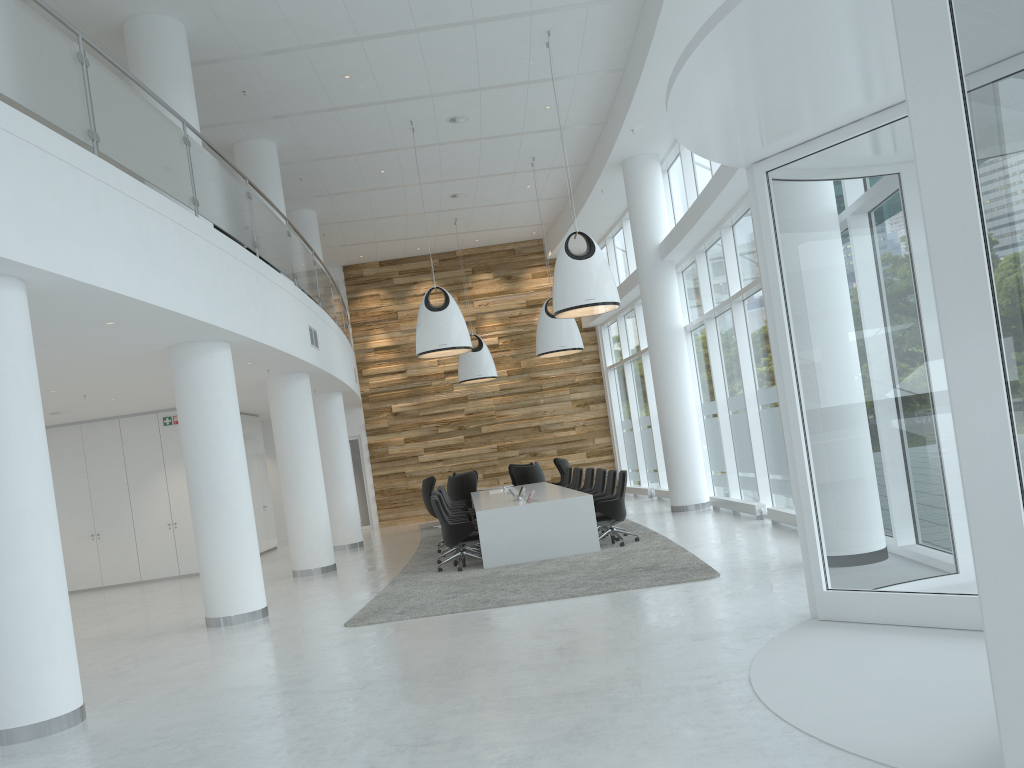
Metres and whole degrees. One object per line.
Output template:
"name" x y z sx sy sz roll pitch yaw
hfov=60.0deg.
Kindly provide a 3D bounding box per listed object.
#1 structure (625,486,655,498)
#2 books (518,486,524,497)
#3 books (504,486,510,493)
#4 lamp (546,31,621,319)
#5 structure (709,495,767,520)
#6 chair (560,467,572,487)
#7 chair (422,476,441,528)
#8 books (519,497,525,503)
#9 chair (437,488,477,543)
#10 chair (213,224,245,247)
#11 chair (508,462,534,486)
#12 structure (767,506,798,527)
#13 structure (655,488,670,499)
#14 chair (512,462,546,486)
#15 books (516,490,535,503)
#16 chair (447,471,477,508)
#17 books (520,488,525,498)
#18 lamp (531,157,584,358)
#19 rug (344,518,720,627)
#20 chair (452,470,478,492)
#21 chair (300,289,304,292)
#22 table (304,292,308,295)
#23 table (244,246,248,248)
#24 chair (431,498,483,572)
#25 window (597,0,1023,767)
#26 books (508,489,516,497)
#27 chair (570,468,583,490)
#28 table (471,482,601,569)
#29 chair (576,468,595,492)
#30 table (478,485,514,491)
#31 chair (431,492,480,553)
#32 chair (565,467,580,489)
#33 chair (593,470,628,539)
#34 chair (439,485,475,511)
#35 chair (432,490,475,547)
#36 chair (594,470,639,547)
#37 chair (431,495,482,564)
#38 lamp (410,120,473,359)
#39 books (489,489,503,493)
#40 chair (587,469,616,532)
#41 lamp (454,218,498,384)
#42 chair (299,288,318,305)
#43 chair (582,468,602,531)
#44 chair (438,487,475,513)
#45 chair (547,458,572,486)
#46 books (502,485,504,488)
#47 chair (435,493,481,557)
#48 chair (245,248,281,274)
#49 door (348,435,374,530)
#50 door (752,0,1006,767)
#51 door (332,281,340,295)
"structure" 2.896 2.510 20.691 0.150 0.213 2.699 -8 -4 -8
"books" 0.132 1.821 14.701 0.139 0.229 0.357 -8 -3 -4
"books" -0.077 2.044 16.807 0.139 0.223 0.162 -8 -2 -3
"lamp" 0.720 -2.739 11.522 0.888 3.644 0.880 -9 -1 42
"structure" 3.448 1.887 13.626 0.150 0.213 2.696 -8 -4 -2
"chair" 0.940 2.148 17.397 0.673 0.965 0.687 -8 -2 -9
"chair" -1.494 2.570 19.574 0.915 1.151 0.917 -8 -2 -14
"books" 0.176 1.663 12.279 0.143 0.226 0.204 -8 -2 -5
"chair" -0.956 2.278 15.573 0.673 0.965 0.687 -8 -2 -4
"chair" -3.791 -1.787 10.996 0.912 1.151 0.921 -8 -2 -13
"chair" 0.186 2.416 20.690 0.916 1.151 0.916 -9 -2 16
"structure" 3.449 1.643 10.449 0.150 0.213 2.695 -8 -4 1
"structure" 3.231 2.220 17.548 0.150 0.213 2.697 -8 -4 -5
"chair" 0.296 2.244 18.662 0.910 1.151 0.922 -6 -3 -44
"books" 0.209 1.686 12.777 0.231 0.275 0.596 -9 -4 17
"chair" -0.875 2.408 18.620 0.916 1.151 0.916 -9 -2 16
"books" 0.149 1.838 14.721 0.158 0.241 0.353 -8 -3 -4
"lamp" 0.636 -2.355 16.352 0.888 3.644 0.880 -9 -1 40
"rug" 0.032 2.573 14.833 3.936 0.010 13.485 -8 -4 -3
"chair" -0.967 2.575 20.619 0.910 1.151 0.922 -6 -3 -44
"chair" -3.917 -1.480 14.753 0.911 1.151 0.921 -8 -2 -16
"table" -3.908 -1.213 15.580 0.803 0.753 0.796 -10 -3 36
"table" -3.741 -1.526 11.823 0.797 0.753 0.802 -8 -3 -14
"chair" -0.699 1.937 11.609 0.673 0.965 0.687 -8 -2 -9
"window" -17.322 2.194 18.026 63.246 6.134 30.719 -11 -5 36
"books" 0.019 1.886 15.051 0.153 0.238 0.191 -8 -2 -4
"chair" 1.025 2.005 15.709 0.673 0.965 0.687 -8 -2 -4
"table" 0.151 2.157 14.506 1.499 0.738 6.575 -8 -4 -4
"chair" 1.150 1.931 14.979 0.673 0.965 0.687 -8 -2 -9
"table" -0.313 2.631 19.631 0.802 0.695 0.798 -9 -3 21
"chair" -0.909 2.153 14.027 0.673 0.965 0.687 -8 -2 -9
"chair" 1.023 2.069 16.524 0.673 0.965 0.687 -8 -2 -4
"chair" 1.253 1.735 12.615 0.673 0.965 0.687 -8 -2 -4
"chair" -1.056 2.418 17.203 0.674 0.965 0.686 -8 -2 1
"chair" -0.974 2.222 14.809 0.674 0.965 0.686 -8 -2 1
"chair" 1.297 1.666 11.803 0.674 0.965 0.686 -8 -2 1
"chair" -0.782 2.016 12.482 0.673 0.965 0.687 -8 -2 -4
"lamp" -1.303 -2.273 13.813 0.888 3.644 0.880 -9 -1 42
"books" -0.297 1.990 16.523 0.224 0.026 0.264 -9 -4 6
"chair" 1.197 1.806 13.433 0.673 0.965 0.687 -8 -2 -4
"lamp" -1.002 -1.866 19.665 0.888 3.644 0.880 -9 -1 35
"chair" -3.992 -1.338 16.461 0.912 1.151 0.921 -8 -2 -13
"chair" 1.214 1.862 14.196 0.674 0.965 0.686 -8 -2 1
"chair" -1.012 2.349 16.390 0.673 0.965 0.687 -8 -2 -4
"chair" 0.898 2.241 19.743 0.915 1.151 0.917 -8 -2 -14
"books" -0.103 2.066 17.145 0.153 0.241 0.183 -8 -2 -3
"chair" -0.784 2.079 13.297 0.673 0.965 0.687 -8 -2 -4
"chair" -3.780 -1.657 12.705 0.912 1.151 0.920 -8 -2 -10
"door" -4.562 2.611 22.535 1.805 2.399 0.132 -8 0 -1
"door" 3.164 -0.258 4.414 2.999 3.107 2.999 -8 -2 6
"door" -5.123 -1.309 22.565 1.805 2.399 0.132 -8 0 -1
